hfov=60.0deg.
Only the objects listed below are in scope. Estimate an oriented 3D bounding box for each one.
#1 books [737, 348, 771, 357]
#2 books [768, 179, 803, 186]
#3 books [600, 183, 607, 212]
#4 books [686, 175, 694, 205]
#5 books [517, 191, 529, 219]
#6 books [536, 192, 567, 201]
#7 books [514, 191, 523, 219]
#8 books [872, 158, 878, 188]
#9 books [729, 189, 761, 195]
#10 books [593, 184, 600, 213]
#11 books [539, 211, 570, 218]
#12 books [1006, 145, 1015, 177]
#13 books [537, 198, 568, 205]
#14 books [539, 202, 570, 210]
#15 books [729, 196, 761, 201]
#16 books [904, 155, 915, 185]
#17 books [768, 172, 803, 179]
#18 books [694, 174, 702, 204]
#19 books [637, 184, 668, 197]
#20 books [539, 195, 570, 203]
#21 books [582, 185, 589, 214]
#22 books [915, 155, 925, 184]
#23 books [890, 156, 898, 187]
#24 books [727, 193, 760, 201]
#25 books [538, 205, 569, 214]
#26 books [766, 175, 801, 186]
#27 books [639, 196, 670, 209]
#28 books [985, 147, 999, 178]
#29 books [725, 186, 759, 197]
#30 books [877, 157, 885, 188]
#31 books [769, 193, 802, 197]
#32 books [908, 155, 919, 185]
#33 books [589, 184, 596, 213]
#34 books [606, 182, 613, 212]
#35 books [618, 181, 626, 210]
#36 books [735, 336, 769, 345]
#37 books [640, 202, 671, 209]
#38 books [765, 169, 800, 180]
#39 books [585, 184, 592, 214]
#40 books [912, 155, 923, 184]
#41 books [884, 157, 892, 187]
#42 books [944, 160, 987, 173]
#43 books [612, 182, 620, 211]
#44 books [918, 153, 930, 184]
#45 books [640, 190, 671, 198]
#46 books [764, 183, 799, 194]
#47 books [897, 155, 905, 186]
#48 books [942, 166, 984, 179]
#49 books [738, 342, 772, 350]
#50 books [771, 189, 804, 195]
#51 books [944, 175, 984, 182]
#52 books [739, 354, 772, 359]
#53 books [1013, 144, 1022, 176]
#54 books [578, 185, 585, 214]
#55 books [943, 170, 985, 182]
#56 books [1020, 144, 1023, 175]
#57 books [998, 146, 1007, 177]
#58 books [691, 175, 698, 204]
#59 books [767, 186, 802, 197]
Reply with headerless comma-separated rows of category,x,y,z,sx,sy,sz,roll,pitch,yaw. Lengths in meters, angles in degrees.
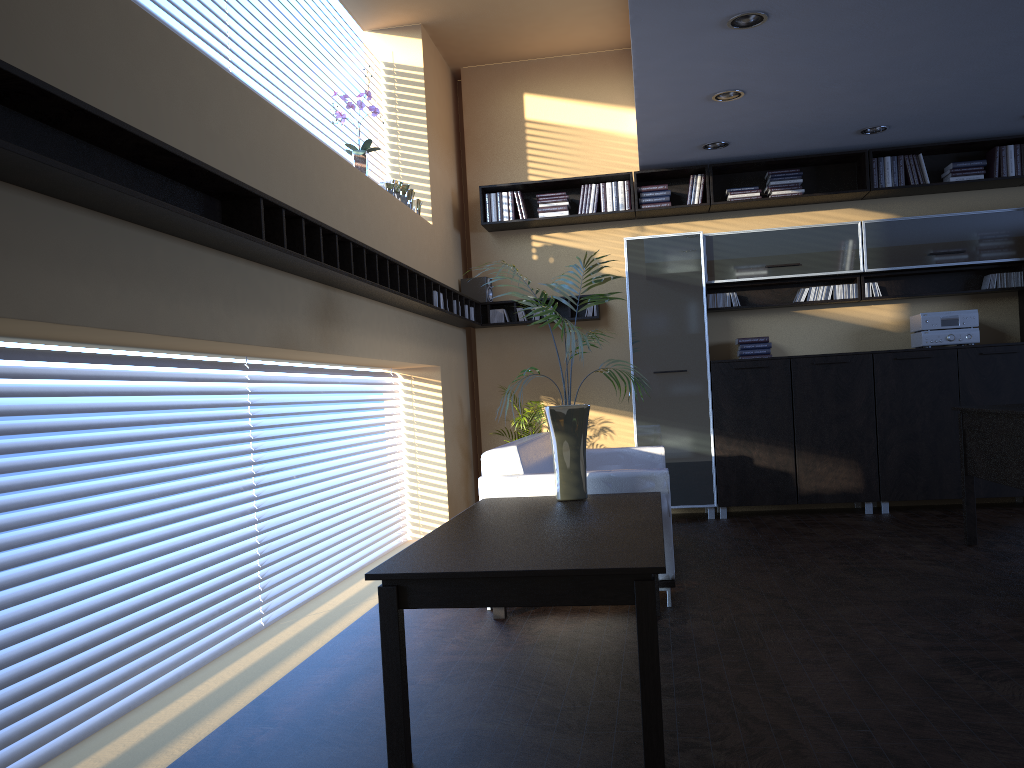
books,2.064,-0.268,7.575,0.258,0.050,0.207,-3,-1,10
books,2.311,-1.690,7.512,0.258,0.028,0.207,-3,-1,9
books,0.804,-1.602,7.744,0.050,0.258,0.207,-3,0,10
books,1.531,-1.644,7.631,0.075,0.260,0.207,-3,0,9
books,0.101,-1.561,7.854,0.075,0.260,0.207,-3,0,8
books,0.354,-1.648,7.821,0.258,0.028,0.207,-3,-1,9
books,0.071,-1.559,7.864,0.075,0.260,0.207,-3,0,8
books,3.004,-1.729,7.398,0.050,0.258,0.207,-3,0,9
books,1.979,-1.613,7.555,0.258,0.028,0.207,-3,-1,9
books,0.742,-1.598,7.764,0.075,0.260,0.207,-3,0,9
books,0.379,-1.472,7.811,0.258,0.050,0.207,-3,-1,10
books,4.028,-1.789,7.221,0.050,0.258,0.207,-3,0,9
books,0.364,-1.592,7.806,0.258,0.028,0.207,-3,-1,9
books,0.380,-1.564,7.825,0.258,0.028,0.207,-3,-1,9
books,1.979,-1.556,7.547,0.258,0.028,0.207,-3,-1,10
books,3.272,-1.745,7.352,0.075,0.260,0.207,-3,0,10
books,2.307,-1.747,7.498,0.258,0.028,0.207,-3,-1,8
books,1.592,-1.648,7.612,0.075,0.260,0.207,-3,0,8
books,1.216,-1.674,7.677,0.258,0.050,0.207,-3,-1,9
books,0.377,-1.621,7.819,0.258,0.028,0.207,-3,-1,8
books,0.646,-1.593,7.764,0.075,0.260,0.207,-3,0,9
books,3.358,-1.750,7.350,0.072,0.258,0.207,-3,0,9
books,3.158,-1.738,7.375,0.050,0.258,0.207,-3,0,9
books,1.967,-1.584,7.551,0.258,0.028,0.207,-3,-1,10
books,0.366,-1.523,7.817,0.258,0.050,0.207,-3,-1,8
books,2.297,-1.718,7.503,0.258,0.028,0.207,-3,-1,8
books,1.230,-1.573,7.671,0.258,0.050,0.207,-3,-1,9
books,3.925,-1.782,7.244,0.055,0.260,0.207,-3,0,9
books,1.957,-1.640,7.564,0.258,0.028,0.207,-3,-1,8
books,3.055,-1.732,7.390,0.050,0.258,0.207,-3,0,9
books,2.305,-1.575,7.502,0.258,0.028,0.207,-3,-1,9
books,3.303,-1.747,7.347,0.075,0.260,0.207,-3,0,9
books,0.709,-1.596,7.754,0.075,0.260,0.207,-3,0,9
books,0.856,-1.605,7.736,0.050,0.258,0.207,-3,0,9
books,0.957,-1.611,7.712,0.050,0.258,0.207,-3,0,9
books,2.050,-0.369,7.574,0.258,0.050,0.207,-3,-1,9
books,1.244,-1.522,7.675,0.258,0.050,0.207,-3,-1,9
books,2.285,-1.774,7.504,0.258,0.028,0.207,-3,-1,9
books,0.677,-1.595,7.758,0.075,0.260,0.207,-3,0,9
books,3.335,-1.747,7.337,0.072,0.258,0.207,-3,0,10
books,3.105,-1.735,7.376,0.050,0.258,0.207,-3,0,9
books,3.716,-1.781,7.272,0.258,0.050,0.207,-3,-1,9
books,0.906,-1.608,7.720,0.050,0.258,0.207,-3,0,10
books,3.377,-1.751,7.321,0.072,0.258,0.207,-3,0,9
books,1.241,-1.624,7.678,0.258,0.050,0.207,-3,-1,9
books,2.285,-1.659,7.526,0.258,0.028,0.207,-3,-1,8
books,3.209,-1.741,7.364,0.050,0.258,0.207,-3,0,9
books,3.698,-1.739,7.283,0.258,0.031,0.207,-3,-1,9
books,2.075,-0.319,7.582,0.258,0.050,0.207,-3,-1,9
books,2.326,-1.605,7.508,0.258,0.028,0.207,-3,-1,10
books,3.705,-1.665,7.291,0.258,0.050,0.207,-3,-1,8
books,2.077,-0.217,7.569,0.258,0.050,0.207,-3,-1,10
books,4.080,-1.792,7.214,0.050,0.258,0.207,-3,0,9
books,0.616,-1.591,7.775,0.075,0.260,0.207,-3,0,9
books,3.712,-1.708,7.282,0.258,0.031,0.207,-3,-1,9
books,4.131,-1.795,7.205,0.050,0.258,0.207,-3,0,9
books,3.978,-1.786,7.238,0.050,0.258,0.207,-3,0,9
books,1.563,-1.646,7.630,0.075,0.260,0.207,-3,0,8
books,2.305,-1.632,7.509,0.258,0.028,0.207,-3,-1,9
